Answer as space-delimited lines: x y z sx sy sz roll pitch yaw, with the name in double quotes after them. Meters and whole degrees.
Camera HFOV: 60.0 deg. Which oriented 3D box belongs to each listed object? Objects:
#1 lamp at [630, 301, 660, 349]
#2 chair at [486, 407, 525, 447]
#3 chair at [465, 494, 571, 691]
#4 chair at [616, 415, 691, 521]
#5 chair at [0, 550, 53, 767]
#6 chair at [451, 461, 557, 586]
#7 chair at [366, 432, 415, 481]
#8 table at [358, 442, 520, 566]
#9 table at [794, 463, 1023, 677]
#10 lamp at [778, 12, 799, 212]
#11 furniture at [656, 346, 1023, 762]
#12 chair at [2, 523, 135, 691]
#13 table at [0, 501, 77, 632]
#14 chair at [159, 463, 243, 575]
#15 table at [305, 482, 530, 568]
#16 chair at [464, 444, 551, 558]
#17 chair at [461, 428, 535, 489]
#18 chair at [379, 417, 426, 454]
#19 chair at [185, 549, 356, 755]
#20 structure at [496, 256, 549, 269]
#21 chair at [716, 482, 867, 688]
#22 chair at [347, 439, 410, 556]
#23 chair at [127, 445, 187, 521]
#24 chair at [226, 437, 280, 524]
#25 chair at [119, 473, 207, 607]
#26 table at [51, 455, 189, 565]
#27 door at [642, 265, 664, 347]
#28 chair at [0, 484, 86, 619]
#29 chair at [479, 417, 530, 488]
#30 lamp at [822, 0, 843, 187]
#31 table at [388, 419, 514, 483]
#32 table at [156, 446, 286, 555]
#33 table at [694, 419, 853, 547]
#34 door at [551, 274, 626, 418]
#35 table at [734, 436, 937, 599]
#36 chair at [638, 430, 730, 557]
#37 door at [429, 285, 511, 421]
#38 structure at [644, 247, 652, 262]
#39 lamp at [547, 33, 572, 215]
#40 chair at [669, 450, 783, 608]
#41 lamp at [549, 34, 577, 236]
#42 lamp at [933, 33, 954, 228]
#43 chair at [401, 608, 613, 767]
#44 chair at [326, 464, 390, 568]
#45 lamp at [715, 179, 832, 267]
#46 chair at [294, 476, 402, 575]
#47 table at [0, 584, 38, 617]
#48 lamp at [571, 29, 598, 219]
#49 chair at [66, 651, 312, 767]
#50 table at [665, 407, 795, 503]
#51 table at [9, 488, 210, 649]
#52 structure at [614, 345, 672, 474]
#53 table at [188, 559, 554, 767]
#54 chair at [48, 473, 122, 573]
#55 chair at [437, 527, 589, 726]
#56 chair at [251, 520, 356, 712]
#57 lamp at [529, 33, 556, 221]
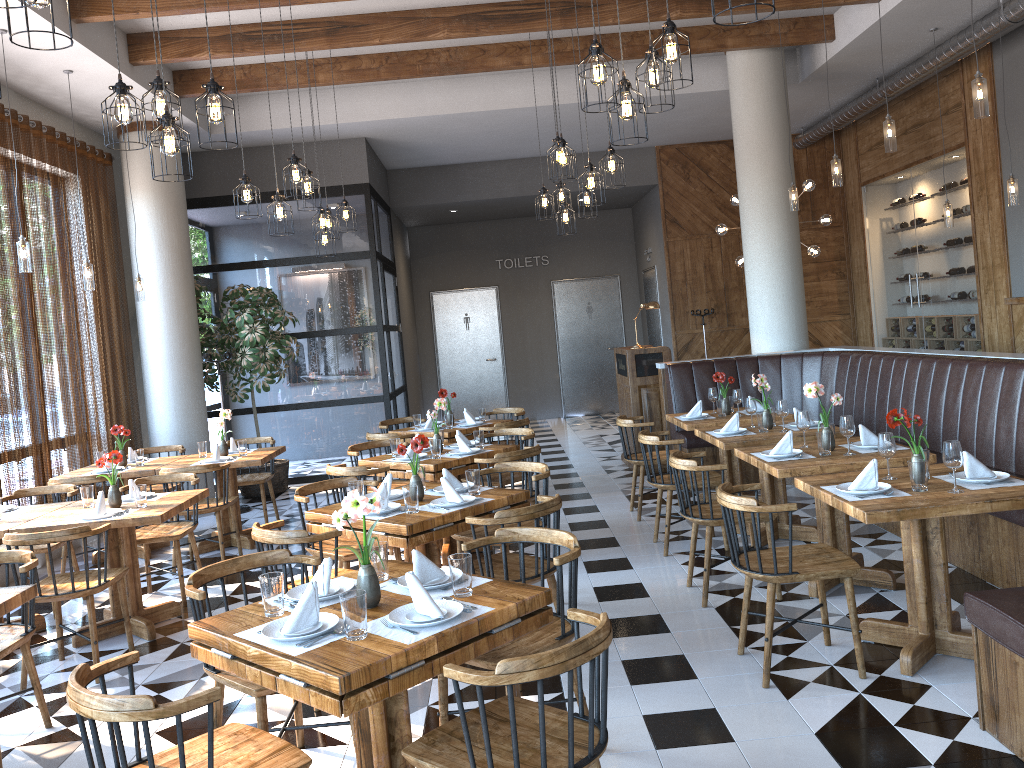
1.416 -0.494 9.440 0.446 0.756 0.170 -6 2 -26 "lamp"
-0.118 0.677 8.945 0.519 0.816 0.551 -3 3 44 "chair"
-0.011 0.960 4.263 0.549 0.816 0.521 -3 3 44 "chair"
1.168 0.663 7.289 0.550 0.816 0.520 -5 2 -1 "chair"
-2.352 1.200 3.866 0.519 0.816 0.550 -5 2 -1 "chair"
-0.030 0.905 5.174 0.519 0.816 0.551 -3 3 44 "chair"
-0.998 0.817 7.995 0.519 0.816 0.551 -3 3 44 "chair"
-0.508 0.887 6.577 0.863 0.763 0.866 -3 3 44 "table"
1.869 0.831 4.001 0.850 0.763 0.851 -5 2 -1 "table"
2.562 -2.600 8.285 0.078 1.962 0.078 -5 1 31 "lamp"
2.526 0.472 5.676 1.917 1.149 6.597 -5 3 -1 "furniture"
-2.371 1.145 4.761 0.519 0.816 0.550 -5 2 -1 "chair"
-3.228 1.211 5.396 0.850 0.763 0.851 -5 2 -1 "table"
-2.417 1.014 6.916 0.519 0.816 0.550 -5 2 -1 "chair"
-0.469 1.000 4.719 0.863 0.763 0.866 -3 3 44 "table"
-0.050 0.847 6.122 0.549 0.816 0.521 -3 3 44 "chair"
-0.069 0.792 7.033 0.519 0.816 0.551 -3 3 44 "chair"
-1.016 0.761 8.906 0.549 0.816 0.521 -3 3 44 "chair"
-0.900 1.098 3.358 0.549 0.816 0.521 -3 3 44 "chair"
0.179 -2.104 15.347 0.916 0.166 0.035 -5 1 -1 "structure"
1.237 0.863 3.984 0.550 0.816 0.520 -5 2 -1 "chair"
-0.977 0.876 7.016 0.549 0.816 0.521 -3 3 44 "chair"
-3.284 1.013 8.205 0.519 0.816 0.550 -5 2 -1 "chair"
-2.444 0.935 8.221 0.519 0.816 0.550 -5 2 -1 "chair"
-2.398 1.066 6.066 0.519 0.816 0.550 -5 2 -1 "chair"
-3.273 1.080 7.551 0.850 0.763 0.851 -5 2 -1 "table"
2.290 -0.668 14.222 0.114 2.392 1.208 -5 2 -1 "door"
-3.239 1.144 6.050 0.519 0.816 0.550 -5 2 -1 "chair"
-0.090 0.733 8.012 0.549 0.816 0.521 -3 3 44 "chair"
2.578 -2.594 7.233 0.078 1.962 0.078 -6 1 -15 "lamp"
-0.547 0.773 8.456 0.863 0.763 0.866 -3 3 44 "table"
-2.420 1.001 7.567 0.850 0.763 0.851 -5 2 -1 "table"
1.823 0.698 6.194 0.850 0.763 0.851 -5 2 -1 "table"
1.380 -0.657 15.389 1.207 2.392 0.114 -5 1 -1 "door"
1.846 0.764 5.105 0.850 0.763 0.851 -5 2 -1 "table"
1.191 0.729 6.188 0.550 0.816 0.520 -5 2 -1 "chair"
-0.724 -0.462 15.348 1.207 2.392 0.114 -5 1 -1 "door"
2.179 -2.064 14.151 0.025 0.197 0.566 -5 3 -1 "structure"
0.400 -2.677 8.521 0.175 2.069 0.175 -4 2 43 "lamp"
1.214 0.796 5.086 0.550 0.816 0.520 -5 2 -1 "chair"
0.424 -2.433 8.294 0.175 2.069 0.175 -4 2 43 "lamp"
4.049 -2.459 8.365 0.078 1.962 0.078 -5 1 31 "lamp"
0.027 1.069 2.464 0.549 0.816 0.521 -3 3 44 "chair"
-0.958 0.932 6.104 0.519 0.816 0.551 -3 3 44 "chair"
3.198 -2.335 10.934 1.164 2.190 1.185 -7 2 -40 "lamp"
-0.938 0.989 5.157 0.549 0.816 0.521 -3 3 44 "chair"
-2.329 1.265 3.211 0.850 0.763 0.851 -5 2 -1 "table"
0.617 -2.577 8.207 0.175 2.069 0.175 -5 1 9 "lamp"
-0.881 1.154 2.446 0.519 0.816 0.551 -3 3 44 "chair"
1.800 0.631 7.297 0.850 0.763 0.851 -5 2 -1 "table"
-2.375 1.132 5.412 0.850 0.763 0.851 -5 2 -1 "table"
1.538 0.233 9.729 0.645 1.299 1.047 -5 2 -1 "structure"
-0.431 1.110 2.920 0.863 0.763 0.866 -3 3 44 "table"
-3.257 1.092 6.900 0.519 0.816 0.550 -5 2 -1 "chair"
0.008 1.014 3.375 0.519 0.816 0.551 -3 3 44 "chair"
-0.919 1.044 4.245 0.519 0.816 0.551 -3 3 44 "chair"
0.230 -2.598 8.410 0.175 2.069 0.175 -5 1 32 "lamp"
